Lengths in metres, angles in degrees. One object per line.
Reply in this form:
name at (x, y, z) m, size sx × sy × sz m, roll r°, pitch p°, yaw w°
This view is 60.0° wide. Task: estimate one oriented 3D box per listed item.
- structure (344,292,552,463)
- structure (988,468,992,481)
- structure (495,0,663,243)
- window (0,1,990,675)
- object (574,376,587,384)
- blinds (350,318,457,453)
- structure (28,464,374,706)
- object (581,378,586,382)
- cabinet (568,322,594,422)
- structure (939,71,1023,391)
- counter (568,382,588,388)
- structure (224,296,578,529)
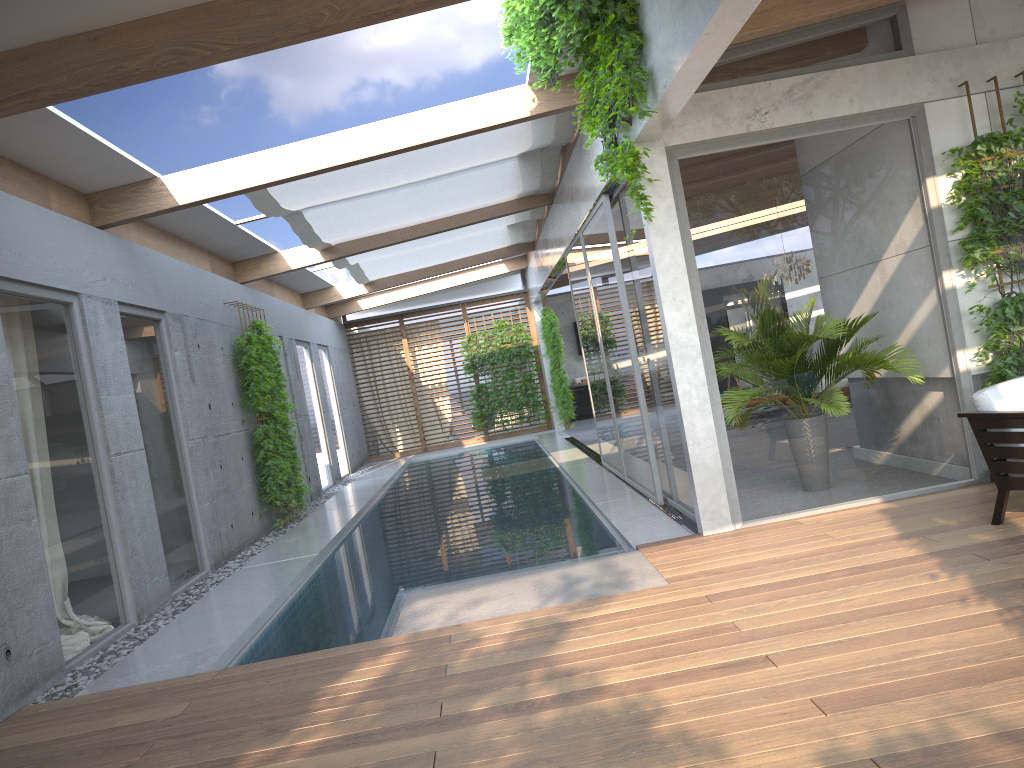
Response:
structure at (-1.499, -0.137, 19.546) m, size 4.313 × 3.079 × 0.085 m, roll -10°, pitch 1°, yaw -2°
structure at (4.183, 0.238, 7.265) m, size 2.012 × 0.595 × 2.203 m, roll -10°, pitch 1°, yaw -2°
structure at (0.480, -1.877, 5.908) m, size 0.918 × 2.054 × 1.822 m, roll -10°, pitch 1°, yaw -4°
window at (3.602, -1.336, 13.948) m, size 14.294 × 3.764 × 23.280 m, roll -10°, pitch 1°, yaw -2°
object at (1.698, -0.100, 20.966) m, size 0.381 × 0.134 × 0.590 m, roll -10°, pitch 1°, yaw -13°
blinds at (-2.379, 0.107, 19.872) m, size 2.087 × 2.898 × 0.692 m, roll -10°, pitch 1°, yaw 2°
structure at (-2.850, 1.754, 11.665) m, size 0.477 × 0.068 × 13.673 m, roll -10°, pitch 1°, yaw -2°
object at (1.676, -0.086, 20.790) m, size 0.090 × 0.087 × 0.086 m, roll -11°, pitch 1°, yaw -24°
cabinet at (3.739, -0.809, 21.031) m, size 5.901 × 2.502 × 0.709 m, roll -10°, pitch 1°, yaw -3°
structure at (3.899, -0.841, 6.024) m, size 1.851 × 2.669 × 0.500 m, roll -10°, pitch 1°, yaw -1°
counter at (2.789, -0.198, 20.982) m, size 3.805 × 0.061 × 0.607 m, roll -10°, pitch 1°, yaw -2°
structure at (-0.962, -0.048, 14.732) m, size 2.739 × 2.687 × 10.282 m, roll -10°, pitch 1°, yaw 15°
